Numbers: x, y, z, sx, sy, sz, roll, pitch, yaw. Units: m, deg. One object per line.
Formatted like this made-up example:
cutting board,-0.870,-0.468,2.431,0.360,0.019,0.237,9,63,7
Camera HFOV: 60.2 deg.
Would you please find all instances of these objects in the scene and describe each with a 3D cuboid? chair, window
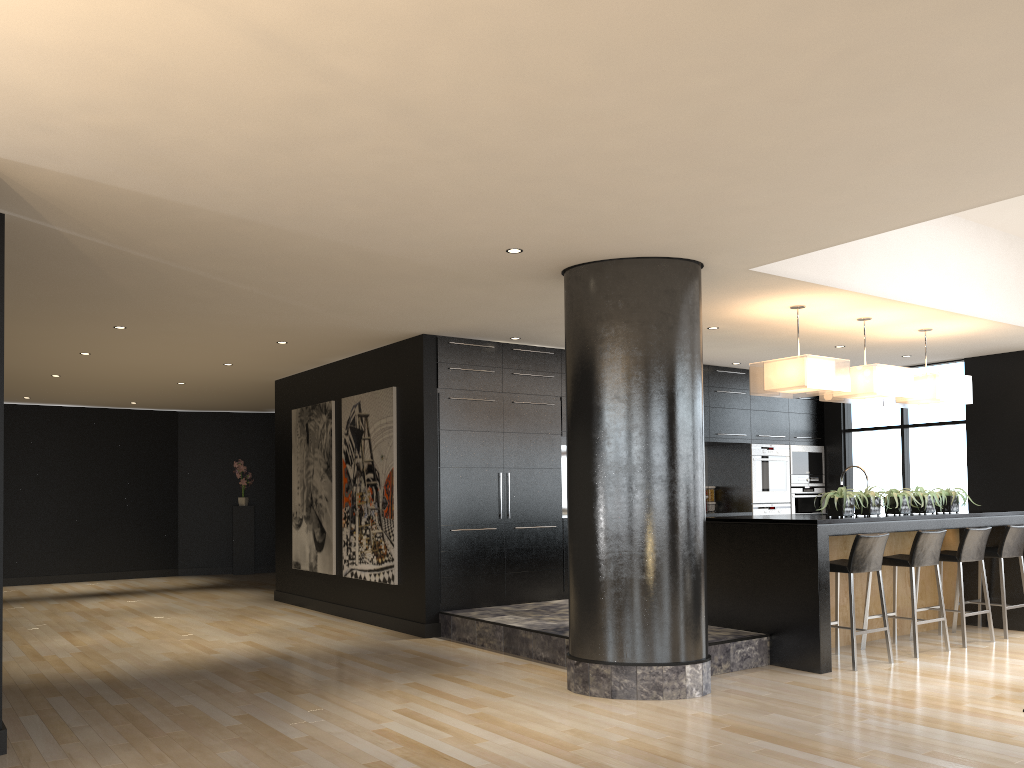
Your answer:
chair,3.691,1.674,7.387,0.476,0.959,0.521,1,-4,-35
chair,4.241,1.716,7.776,0.476,0.959,0.521,1,-4,-35
window,2.774,-0.930,1.874,10.163,4.757,15.944,-6,-9,41
chair,3.119,1.630,6.983,0.476,0.959,0.521,1,-4,-35
chair,2.477,1.580,6.529,0.476,0.959,0.521,1,-4,-35

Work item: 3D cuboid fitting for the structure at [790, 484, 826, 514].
structure,3.720,1.473,11.085,0.679,0.443,0.071,3,-4,-35

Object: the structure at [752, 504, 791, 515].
structure,3.139,1.803,10.669,0.702,0.703,0.086,2,-3,-35

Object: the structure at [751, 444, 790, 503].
structure,3.130,1.085,10.691,0.702,0.703,0.086,2,-3,-35

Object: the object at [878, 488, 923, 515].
object,3.214,0.966,7.266,0.406,0.216,0.400,0,-6,-10

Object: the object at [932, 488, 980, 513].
object,3.804,1.020,7.756,0.397,0.216,0.409,0,-6,-10

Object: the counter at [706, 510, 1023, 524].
counter,3.057,1.125,7.525,3.120,0.031,1.186,4,-9,-35

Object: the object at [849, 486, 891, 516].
object,2.846,0.930,7.036,0.397,0.238,0.409,0,-6,-10

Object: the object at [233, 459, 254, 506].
object,-4.507,1.652,14.815,0.338,0.783,0.229,0,-2,-6

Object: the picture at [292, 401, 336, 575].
picture,-2.229,1.178,9.969,0.077,1.864,1.160,1,-3,-35

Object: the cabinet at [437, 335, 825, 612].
cabinet,1.481,1.028,9.923,5.738,2.512,0.731,4,-4,-35

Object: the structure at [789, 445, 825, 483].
structure,3.715,1.011,11.098,0.677,0.472,0.027,3,-4,-35

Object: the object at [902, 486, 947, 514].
object,3.521,0.979,7.486,0.406,0.238,0.400,0,-6,-10

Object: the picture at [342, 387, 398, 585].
picture,-1.417,1.023,8.821,0.077,1.864,1.160,1,-3,-35

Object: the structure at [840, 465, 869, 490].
structure,2.888,1.229,7.763,2.781,1.013,0.658,4,-5,-36

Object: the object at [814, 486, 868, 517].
object,2.496,0.907,6.820,0.406,0.238,0.400,0,-6,-10

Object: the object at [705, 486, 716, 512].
object,2.334,1.412,10.821,0.366,0.314,0.114,3,-4,-35

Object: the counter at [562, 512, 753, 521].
counter,1.471,1.484,9.928,2.866,0.033,0.734,4,-9,-35

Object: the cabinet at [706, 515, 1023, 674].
cabinet,3.064,1.657,7.509,3.120,1.032,1.185,4,-7,-35
